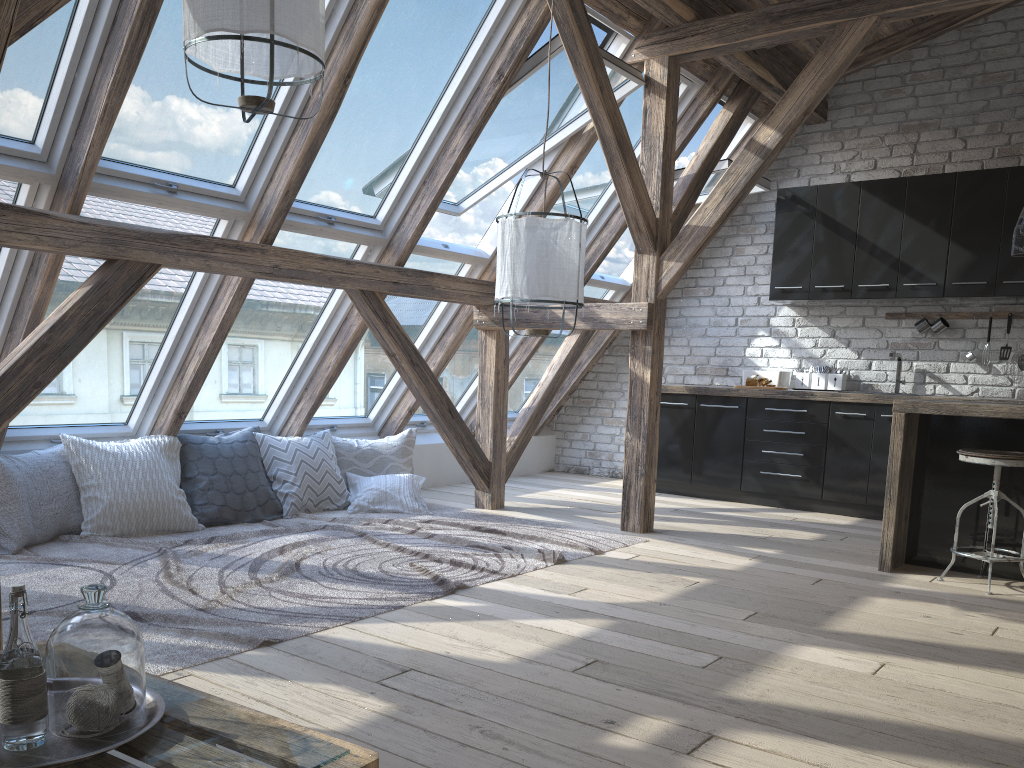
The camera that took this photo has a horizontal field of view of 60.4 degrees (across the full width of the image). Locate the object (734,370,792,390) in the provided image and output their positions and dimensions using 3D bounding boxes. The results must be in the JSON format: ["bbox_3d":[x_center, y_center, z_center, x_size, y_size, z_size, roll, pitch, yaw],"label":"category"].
[{"bbox_3d":[1.904,-0.031,6.630,0.380,0.135,0.586,3,2,25],"label":"object"}]

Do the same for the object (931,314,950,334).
[{"bbox_3d":[2.955,-0.412,6.071,0.093,0.141,0.116,-2,7,-36],"label":"object"}]

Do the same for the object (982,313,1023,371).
[{"bbox_3d":[3.278,-0.280,5.821,0.280,0.387,0.069,6,9,36],"label":"object"}]

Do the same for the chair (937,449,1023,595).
[{"bbox_3d":[2.239,0.630,4.103,0.354,0.645,0.349,0,7,-20],"label":"chair"}]

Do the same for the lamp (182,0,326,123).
[{"bbox_3d":[-0.737,-1.464,2.534,0.407,1.323,0.394,4,8,13],"label":"lamp"}]

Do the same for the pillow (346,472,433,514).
[{"bbox_3d":[-0.798,0.713,5.681,0.537,0.245,0.470,2,3,-12],"label":"pillow"}]

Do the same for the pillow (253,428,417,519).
[{"bbox_3d":[-1.131,0.560,5.742,0.497,0.541,1.150,6,5,42],"label":"pillow"}]

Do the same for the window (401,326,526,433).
[{"bbox_3d":[-0.305,-0.250,6.490,1.089,1.295,0.850,6,7,36],"label":"window"}]

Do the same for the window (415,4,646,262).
[{"bbox_3d":[-0.057,-1.415,5.032,1.397,1.294,0.850,5,7,36],"label":"window"}]

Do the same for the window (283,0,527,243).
[{"bbox_3d":[-0.569,-1.420,4.271,1.089,1.295,0.850,6,7,36],"label":"window"}]

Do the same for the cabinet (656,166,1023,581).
[{"bbox_3d":[2.496,-0.321,5.209,4.189,2.543,2.080,4,5,36],"label":"cabinet"}]

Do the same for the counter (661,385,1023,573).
[{"bbox_3d":[2.262,0.502,5.391,3.790,0.863,2.231,3,2,36],"label":"counter"}]

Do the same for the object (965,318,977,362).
[{"bbox_3d":[3.128,-0.310,5.969,0.070,0.331,0.065,8,10,36],"label":"object"}]

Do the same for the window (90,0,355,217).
[{"bbox_3d":[-1.120,-1.427,3.539,1.089,1.295,0.850,6,7,36],"label":"window"}]

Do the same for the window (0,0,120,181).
[{"bbox_3d":[-1.671,-1.433,2.808,1.089,1.295,0.850,6,7,36],"label":"window"}]

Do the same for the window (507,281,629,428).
[{"bbox_3d":[0.246,-0.243,7.222,1.089,1.295,0.850,6,7,36],"label":"window"}]

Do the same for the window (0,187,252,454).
[{"bbox_3d":[-1.959,-0.269,4.295,1.089,1.295,0.850,6,7,36],"label":"window"}]

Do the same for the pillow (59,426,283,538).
[{"bbox_3d":[-1.824,0.522,4.889,0.464,0.570,1.267,6,4,38],"label":"pillow"}]

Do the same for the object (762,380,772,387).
[{"bbox_3d":[1.880,-0.006,6.485,0.073,0.056,0.082,3,3,13],"label":"object"}]

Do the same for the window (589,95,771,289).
[{"bbox_3d":[1.035,-1.402,6.503,1.511,1.294,0.850,5,7,36],"label":"window"}]

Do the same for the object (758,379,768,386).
[{"bbox_3d":[1.852,-0.008,6.480,0.072,0.058,0.082,3,3,12],"label":"object"}]

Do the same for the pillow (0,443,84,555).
[{"bbox_3d":[-2.441,0.549,4.119,0.433,0.531,1.126,5,3,29],"label":"pillow"}]

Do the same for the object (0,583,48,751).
[{"bbox_3d":[-0.820,0.455,1.393,0.071,0.271,0.153,8,8,37],"label":"object"}]

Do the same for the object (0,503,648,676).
[{"bbox_3d":[-1.049,0.799,4.364,2.174,0.057,3.173,3,1,37],"label":"object"}]

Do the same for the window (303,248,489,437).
[{"bbox_3d":[-0.856,-0.256,5.759,1.089,1.295,0.850,6,7,36],"label":"window"}]

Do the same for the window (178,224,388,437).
[{"bbox_3d":[-1.408,-0.263,5.027,1.089,1.295,0.850,6,7,36],"label":"window"}]

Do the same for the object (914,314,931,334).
[{"bbox_3d":[2.872,-0.416,6.141,0.116,0.141,0.092,6,7,38],"label":"object"}]

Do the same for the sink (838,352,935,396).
[{"bbox_3d":[2.607,0.040,6.096,0.523,0.523,0.511,5,6,37],"label":"sink"}]

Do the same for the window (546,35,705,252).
[{"bbox_3d":[0.534,-1.407,5.734,1.089,1.295,0.850,6,7,36],"label":"window"}]

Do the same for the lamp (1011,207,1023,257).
[{"bbox_3d":[2.325,-1.234,3.881,0.107,1.307,0.223,8,10,39],"label":"lamp"}]

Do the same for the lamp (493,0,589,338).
[{"bbox_3d":[0.149,-1.157,3.764,0.407,1.923,0.393,0,8,-12],"label":"lamp"}]

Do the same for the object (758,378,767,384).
[{"bbox_3d":[1.862,-0.014,6.537,0.074,0.068,0.078,3,4,9],"label":"object"}]

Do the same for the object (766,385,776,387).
[{"bbox_3d":[1.910,0.015,6.487,0.068,0.017,0.077,2,1,14],"label":"object"}]

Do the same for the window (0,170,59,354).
[{"bbox_3d":[-2.510,-0.276,3.564,1.089,1.295,0.850,6,7,36],"label":"window"}]

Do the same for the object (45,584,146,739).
[{"bbox_3d":[-0.721,0.468,1.526,0.156,0.251,0.154,3,6,5],"label":"object"}]

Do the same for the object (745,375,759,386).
[{"bbox_3d":[1.775,-0.026,6.508,0.090,0.088,0.085,3,5,14],"label":"object"}]

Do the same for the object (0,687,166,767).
[{"bbox_3d":[-0.805,0.582,1.507,0.394,0.022,0.391,1,1,-34],"label":"object"}]

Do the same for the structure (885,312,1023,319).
[{"bbox_3d":[3.039,-0.470,6.029,0.927,0.046,0.081,3,3,36],"label":"structure"}]

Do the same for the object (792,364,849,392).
[{"bbox_3d":[2.313,-0.049,6.562,0.402,0.203,0.146,4,6,38],"label":"object"}]
